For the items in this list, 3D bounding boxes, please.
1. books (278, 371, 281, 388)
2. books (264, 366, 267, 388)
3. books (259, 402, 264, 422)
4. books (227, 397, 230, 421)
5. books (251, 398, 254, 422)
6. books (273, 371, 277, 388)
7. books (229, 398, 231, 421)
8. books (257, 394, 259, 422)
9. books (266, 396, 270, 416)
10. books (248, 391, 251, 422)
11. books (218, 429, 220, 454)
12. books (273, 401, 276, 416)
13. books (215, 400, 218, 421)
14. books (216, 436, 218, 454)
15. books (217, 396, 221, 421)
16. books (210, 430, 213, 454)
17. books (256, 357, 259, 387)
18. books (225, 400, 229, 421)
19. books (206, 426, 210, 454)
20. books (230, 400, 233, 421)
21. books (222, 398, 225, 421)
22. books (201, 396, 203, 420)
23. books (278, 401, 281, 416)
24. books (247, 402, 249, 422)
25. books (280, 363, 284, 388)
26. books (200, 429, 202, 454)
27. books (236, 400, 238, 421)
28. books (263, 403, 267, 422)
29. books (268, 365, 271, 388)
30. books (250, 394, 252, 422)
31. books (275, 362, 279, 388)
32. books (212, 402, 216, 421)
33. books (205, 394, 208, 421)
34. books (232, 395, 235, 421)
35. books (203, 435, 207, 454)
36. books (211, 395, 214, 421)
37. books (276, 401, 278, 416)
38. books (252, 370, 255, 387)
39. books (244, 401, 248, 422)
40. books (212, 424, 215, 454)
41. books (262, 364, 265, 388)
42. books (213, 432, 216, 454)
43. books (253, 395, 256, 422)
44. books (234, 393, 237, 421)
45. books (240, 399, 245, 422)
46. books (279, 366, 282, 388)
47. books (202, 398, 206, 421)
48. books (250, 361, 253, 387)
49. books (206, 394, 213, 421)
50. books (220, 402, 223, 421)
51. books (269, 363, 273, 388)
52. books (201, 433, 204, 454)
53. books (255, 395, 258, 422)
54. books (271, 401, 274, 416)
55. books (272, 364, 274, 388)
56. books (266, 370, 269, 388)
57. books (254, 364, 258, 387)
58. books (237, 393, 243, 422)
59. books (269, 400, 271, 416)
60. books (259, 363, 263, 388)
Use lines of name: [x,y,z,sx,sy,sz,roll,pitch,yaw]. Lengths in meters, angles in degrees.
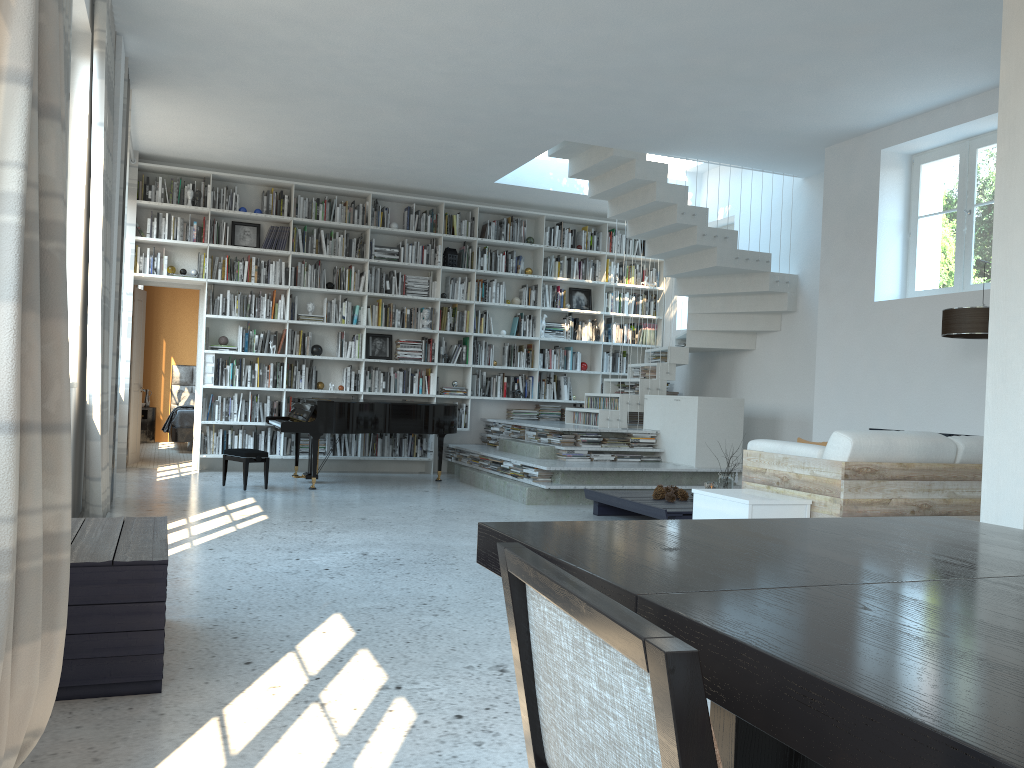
books: [-2.552,-0.047,9.690,0.023,0.187,0.130,2,0,-21]
books: [-2.683,-0.075,9.624,0.025,0.229,0.153,2,0,-21]
books: [-2.723,0.303,9.609,0.059,0.216,0.177,2,0,-21]
books: [-3.032,0.268,9.474,0.013,0.257,0.189,2,0,-21]
books: [-2.812,0.280,9.587,0.029,0.254,0.153,2,0,-21]
books: [-2.590,-0.047,9.661,0.041,0.181,0.141,2,0,-21]
books: [-3.020,0.270,9.473,0.010,0.252,0.177,2,0,-21]
books: [-2.754,0.259,9.594,0.013,0.301,0.172,2,0,-21]
books: [-2.659,0.270,9.644,0.025,0.288,0.130,2,0,-21]
books: [-2.832,0.243,9.550,0.014,0.325,0.170,2,0,-21]
books: [-3.125,0.611,9.441,0.013,0.261,0.174,2,0,-21]
books: [-2.587,0.303,9.637,0.023,0.228,0.190,2,0,-21]
books: [-3.146,0.280,9.429,0.022,0.220,0.187,2,0,-21]
books: [-3.150,0.648,9.452,0.022,0.186,0.145,2,0,-21]
books: [-3.123,0.259,9.444,0.029,0.266,0.171,2,0,-21]
books: [-3.201,0.615,9.433,0.024,0.246,0.143,2,0,-21]
books: [-2.750,-0.125,9.585,0.021,0.323,0.171,2,0,-21]
books: [-3.051,0.284,9.464,0.028,0.223,0.189,2,0,-21]
books: [-3.229,0.590,9.414,0.044,0.294,0.181,2,0,-21]
books: [-3.008,0.283,9.493,0.028,0.229,0.157,2,0,-21]
books: [-3.086,0.270,9.487,0.022,0.248,0.133,2,0,-21]
books: [-3.287,0.257,9.398,0.012,0.254,0.161,2,0,-21]
books: [-2.548,0.304,9.681,0.030,0.230,0.151,2,0,-21]
books: [-2.855,0.300,9.565,0.013,0.209,0.154,2,0,-21]
books: [-2.517,-0.093,9.698,0.024,0.280,0.136,2,0,-21]
books: [-3.302,0.607,9.398,0.012,0.254,0.161,2,0,-21]
books: [-2.957,0.284,9.528,0.012,0.232,0.148,2,0,-21]
books: [-2.689,0.311,9.642,0.030,0.203,0.142,2,0,-21]
books: [-2.643,-0.082,9.637,0.010,0.246,0.160,2,0,-21]
books: [-2.824,0.258,9.563,0.012,0.295,0.176,2,0,-21]
books: [-2.555,-0.098,9.652,0.014,0.286,0.179,2,0,-21]
books: [-3.176,0.291,9.441,0.024,0.198,0.148,2,0,-21]
books: [-3.238,0.248,9.385,0.011,0.277,0.189,2,0,-21]
books: [-2.995,0.261,9.518,0.013,0.273,0.146,2,0,-21]
books: [-3.253,0.641,9.390,0.029,0.190,0.176,2,0,-21]
books: [-3.190,0.252,9.434,0.010,0.273,0.150,2,0,-21]
books: [-2.577,0.300,9.679,0.026,0.236,0.140,2,0,-21]
books: [-2.795,-0.057,9.560,0.029,0.181,0.190,2,0,-21]
books: [-2.874,0.291,9.558,0.028,0.225,0.134,2,0,-21]
books: [-3.182,0.580,9.437,0.011,0.318,0.157,2,0,-21]
books: [-2.701,-0.086,9.601,0.028,0.249,0.159,2,0,-21]
books: [-3.167,0.627,9.438,0.022,0.226,0.154,2,0,-21]
books: [-2.793,0.266,9.597,0.013,0.284,0.139,2,0,-21]
books: [-2.973,0.249,9.518,0.027,0.299,0.142,2,0,-21]
books: [-2.902,0.283,9.551,0.031,0.239,0.132,2,0,-21]
books: [-2.525,-0.073,9.672,0.010,0.240,0.174,2,0,-21]
books: [-3.263,0.266,9.392,0.029,0.239,0.154,2,0,-21]
books: [-2.816,-0.108,9.560,0.014,0.282,0.150,2,0,-21]
books: [-3.212,0.246,9.404,0.052,0.283,0.172,2,0,-21]
books: [-3.107,0.293,9.474,0.025,0.200,0.137,2,0,-21]
books: [-2.622,-0.091,9.627,0.021,0.265,0.185,2,0,-21]
books: [-3.286,0.627,9.405,0.023,0.216,0.158,2,0,-21]
books: [-2.772,0.263,9.592,0.022,0.290,0.137,2,0,-21]
books: [-2.627,0.302,9.666,0.030,0.227,0.140,2,0,-21]
books: [-2.613,-0.087,9.651,0.013,0.260,0.142,2,0,-21]
books: [-2.662,-0.057,9.636,0.023,0.194,0.140,2,0,-21]
books: [-2.772,-0.092,9.579,0.026,0.254,0.176,2,0,-21]
books: [-2.925,0.248,9.518,0.039,0.307,0.172,2,0,-21]
books: [-2.633,0.295,9.626,0.011,0.239,0.174,2,0,-21]
books: [-2.725,-0.093,9.586,0.028,0.260,0.181,2,0,-21]
